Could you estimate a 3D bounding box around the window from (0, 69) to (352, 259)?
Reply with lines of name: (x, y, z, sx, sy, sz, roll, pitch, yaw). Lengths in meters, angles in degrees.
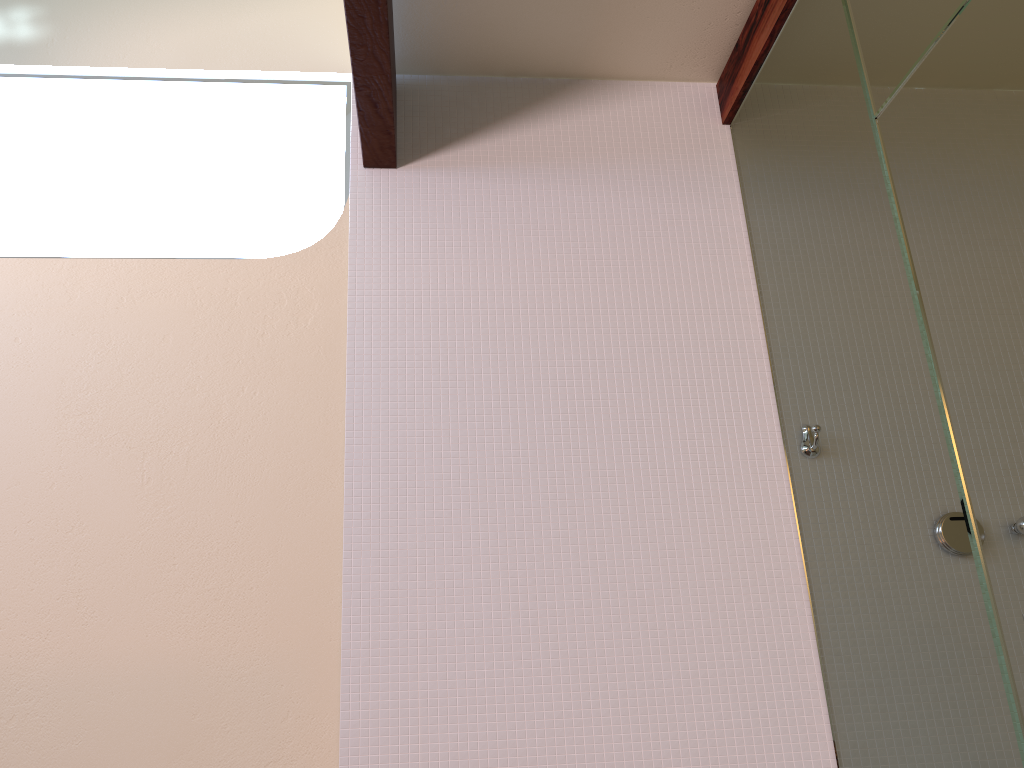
window: (-1.314, -1.256, 0.681, 2.107, 0.668, 3.563, -1, -21, -6)
